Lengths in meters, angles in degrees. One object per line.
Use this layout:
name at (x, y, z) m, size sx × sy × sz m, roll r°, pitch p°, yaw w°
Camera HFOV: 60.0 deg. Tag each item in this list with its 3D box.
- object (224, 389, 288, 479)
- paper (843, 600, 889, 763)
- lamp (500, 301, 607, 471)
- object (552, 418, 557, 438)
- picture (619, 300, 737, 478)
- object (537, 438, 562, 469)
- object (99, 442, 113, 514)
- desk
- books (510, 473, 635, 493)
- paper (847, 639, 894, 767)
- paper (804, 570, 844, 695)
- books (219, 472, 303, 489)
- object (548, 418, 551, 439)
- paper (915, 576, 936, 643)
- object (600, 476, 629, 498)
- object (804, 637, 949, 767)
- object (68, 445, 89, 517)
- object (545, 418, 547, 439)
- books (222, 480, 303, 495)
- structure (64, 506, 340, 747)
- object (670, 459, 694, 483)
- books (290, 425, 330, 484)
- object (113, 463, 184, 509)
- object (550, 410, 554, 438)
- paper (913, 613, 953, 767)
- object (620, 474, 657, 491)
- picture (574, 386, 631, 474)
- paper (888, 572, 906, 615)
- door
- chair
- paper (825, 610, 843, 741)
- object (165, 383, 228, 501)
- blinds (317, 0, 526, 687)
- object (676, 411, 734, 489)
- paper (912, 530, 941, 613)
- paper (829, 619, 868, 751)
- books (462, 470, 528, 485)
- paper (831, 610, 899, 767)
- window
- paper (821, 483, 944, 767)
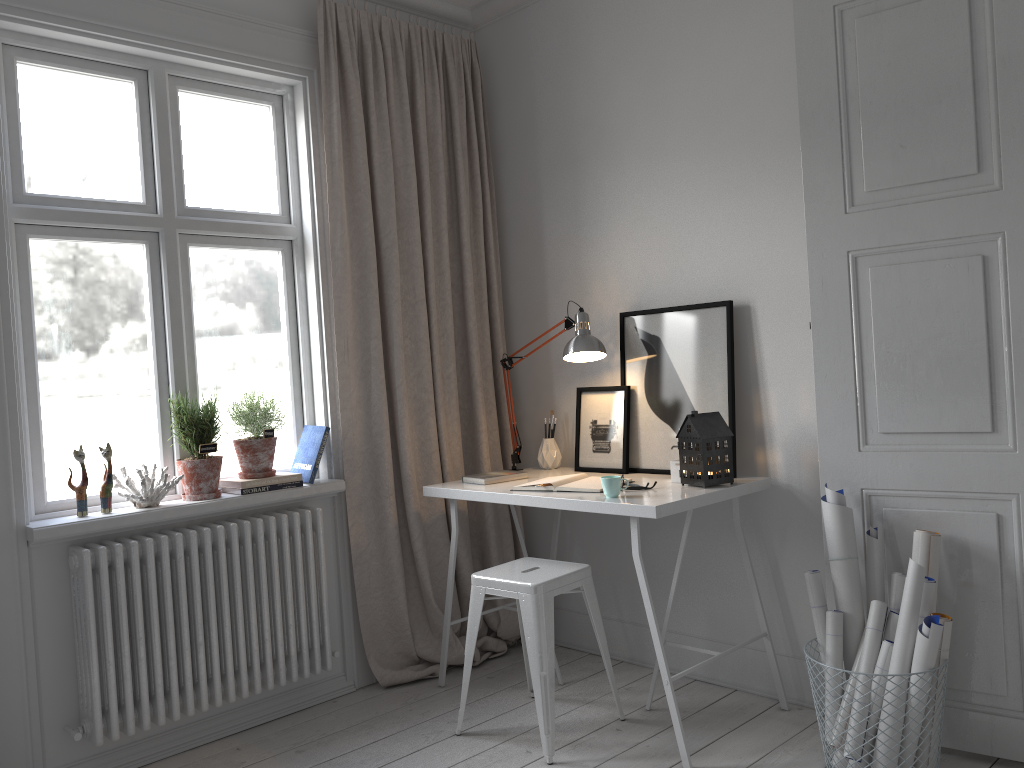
object at (-0.914, 0.177, 3.199) m, size 0.220 × 0.318 × 0.210 m, roll -4°, pitch 1°, yaw -6°
paper at (0.984, 0.819, 2.461) m, size 0.244 × 0.403 × 0.049 m, roll -4°, pitch 1°, yaw -41°
lamp at (0.134, 0.056, 3.489) m, size 0.568 × 0.745 × 0.164 m, roll -3°, pitch 1°, yaw 42°
object at (0.167, 0.245, 3.678) m, size 0.054 × 0.207 × 0.008 m, roll -3°, pitch 1°, yaw 29°
picture at (0.595, 0.024, 3.243) m, size 0.062 × 0.614 × 0.493 m, roll -4°, pitch 1°, yaw -44°
object at (0.155, 0.288, 3.683) m, size 0.101 × 0.126 × 0.101 m, roll -4°, pitch 1°, yaw -44°
object at (-1.293, 0.298, 2.831) m, size 0.045 × 0.224 × 0.052 m, roll -4°, pitch 1°, yaw -3°
desk at (0.297, 0.740, 3.188) m, size 0.641 × 0.776 × 1.163 m, roll -4°, pitch 1°, yaw -44°
books at (0.203, 0.344, 3.089) m, size 0.358 × 0.029 × 0.291 m, roll -3°, pitch 1°, yaw 32°
paper at (1.023, 0.898, 2.444) m, size 0.233 × 0.389 × 0.078 m, roll -4°, pitch 1°, yaw -14°
paper at (0.932, 0.824, 2.589) m, size 0.046 × 0.547 × 0.166 m, roll -4°, pitch 1°, yaw -20°
books at (-0.906, 0.348, 3.203) m, size 0.246 × 0.025 × 0.157 m, roll -4°, pitch 1°, yaw -41°
object at (0.153, 0.246, 3.698) m, size 0.008 × 0.207 × 0.054 m, roll -3°, pitch 1°, yaw 33°
paper at (1.107, 0.808, 2.451) m, size 0.153 × 0.553 × 0.060 m, roll -4°, pitch 1°, yaw 1°
object at (0.319, 0.325, 2.789) m, size 0.082 × 0.065 × 0.064 m, roll -3°, pitch 1°, yaw 45°
object at (1.021, 0.920, 2.477) m, size 0.374 × 0.351 × 0.374 m, roll -4°, pitch 1°, yaw -42°
object at (-1.363, 0.303, 2.791) m, size 0.052 × 0.224 × 0.045 m, roll -3°, pitch 1°, yaw 22°
object at (0.142, 0.247, 3.692) m, size 0.008 × 0.207 × 0.054 m, roll -3°, pitch 1°, yaw 11°
books at (-0.904, 0.371, 3.211) m, size 0.245 × 0.022 × 0.156 m, roll -4°, pitch 1°, yaw -40°
structure at (-1.044, 0.777, 3.025) m, size 0.935 × 0.600 × 0.215 m, roll -5°, pitch 1°, yaw -44°
object at (0.594, 0.298, 3.044) m, size 0.065 × 0.073 × 0.078 m, roll -3°, pitch 1°, yaw 42°
books at (-0.765, 0.264, 3.344) m, size 0.101 × 0.211 × 0.175 m, roll -4°, pitch 1°, yaw -40°
object at (-1.192, 0.336, 2.916) m, size 0.212 × 0.149 × 0.186 m, roll -4°, pitch 1°, yaw -35°
object at (0.167, 0.228, 3.691) m, size 0.023 × 0.239 × 0.028 m, roll -3°, pitch 1°, yaw 43°
paper at (1.139, 0.854, 2.405) m, size 0.123 × 0.464 × 0.057 m, roll -3°, pitch 1°, yaw 18°
object at (0.396, 0.327, 2.934) m, size 0.133 × 0.047 × 0.114 m, roll -3°, pitch 1°, yaw 34°
picture at (0.350, 0.177, 3.451) m, size 0.062 × 0.333 × 0.261 m, roll -4°, pitch 1°, yaw -44°
paper at (1.086, 0.820, 2.531) m, size 0.200 × 0.542 × 0.047 m, roll -4°, pitch 1°, yaw -40°
door at (1.202, -0.106, 2.566) m, size 0.677 × 2.326 × 0.034 m, roll -3°, pitch 1°, yaw 37°
chair at (0.081, 0.880, 2.958) m, size 0.407 × 0.527 × 0.409 m, roll -3°, pitch 1°, yaw 41°
paper at (0.924, 0.836, 2.542) m, size 0.047 × 0.361 × 0.129 m, roll -3°, pitch 1°, yaw 35°
object at (-1.078, 0.190, 3.043) m, size 0.183 × 0.410 × 0.199 m, roll -3°, pitch 1°, yaw 7°
blinds at (-0.315, -0.184, 3.580) m, size 0.831 × 2.680 × 0.225 m, roll -4°, pitch 1°, yaw -44°
object at (0.638, 0.210, 2.929) m, size 0.135 × 0.248 × 0.135 m, roll -4°, pitch 1°, yaw -28°
paper at (1.151, 0.750, 2.508) m, size 0.181 × 0.669 × 0.073 m, roll -4°, pitch 1°, yaw -22°
paper at (0.978, 0.838, 2.508) m, size 0.239 × 0.358 × 0.047 m, roll -4°, pitch 1°, yaw -30°
books at (-0.065, 0.358, 3.404) m, size 0.207 × 0.024 × 0.149 m, roll -4°, pitch 1°, yaw -37°
paper at (1.009, 0.865, 2.500) m, size 0.253 × 0.432 × 0.054 m, roll -4°, pitch 1°, yaw -8°
window at (-1.203, -0.356, 3.110) m, size 1.047 × 1.536 × 0.079 m, roll -4°, pitch 1°, yaw -44°
paper at (1.029, 0.696, 2.493) m, size 0.181 × 0.793 × 0.431 m, roll -4°, pitch 1°, yaw -1°
